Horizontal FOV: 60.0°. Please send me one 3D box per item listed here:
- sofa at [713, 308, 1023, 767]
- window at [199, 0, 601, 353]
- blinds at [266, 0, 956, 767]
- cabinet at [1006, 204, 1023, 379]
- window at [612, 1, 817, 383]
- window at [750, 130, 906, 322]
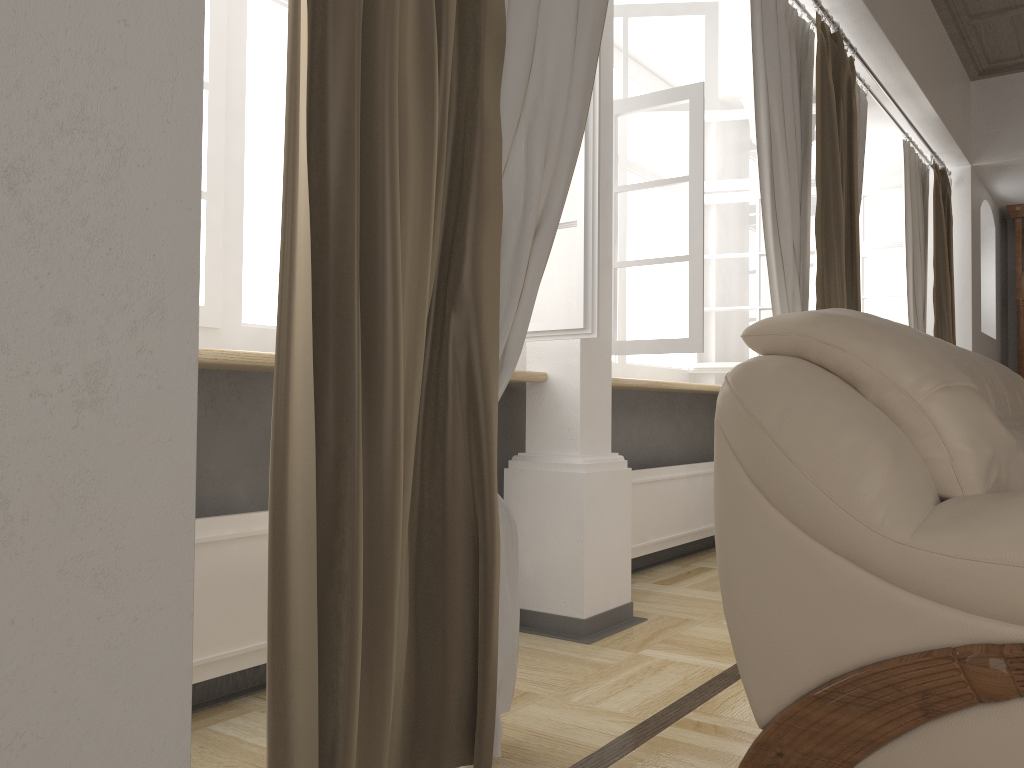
[{"bbox_3d":[1.369,0.309,2.221,1.051,0.900,2.135,-1,-2,35],"label":"sofa"},{"bbox_3d":[-0.465,-0.812,2.084,0.781,1.500,1.600,-1,-2,35],"label":"window"},{"bbox_3d":[1.207,-0.361,3.457,0.285,2.294,5.765,-1,-2,35],"label":"blinds"},{"bbox_3d":[4.949,-0.239,6.406,2.360,2.298,0.587,-1,-2,35],"label":"cabinet"},{"bbox_3d":[0.781,-0.750,3.877,0.784,1.500,1.759,-1,-2,34],"label":"window"},{"bbox_3d":[1.935,-0.693,5.496,0.782,1.500,1.653,-1,-2,35],"label":"window"}]
